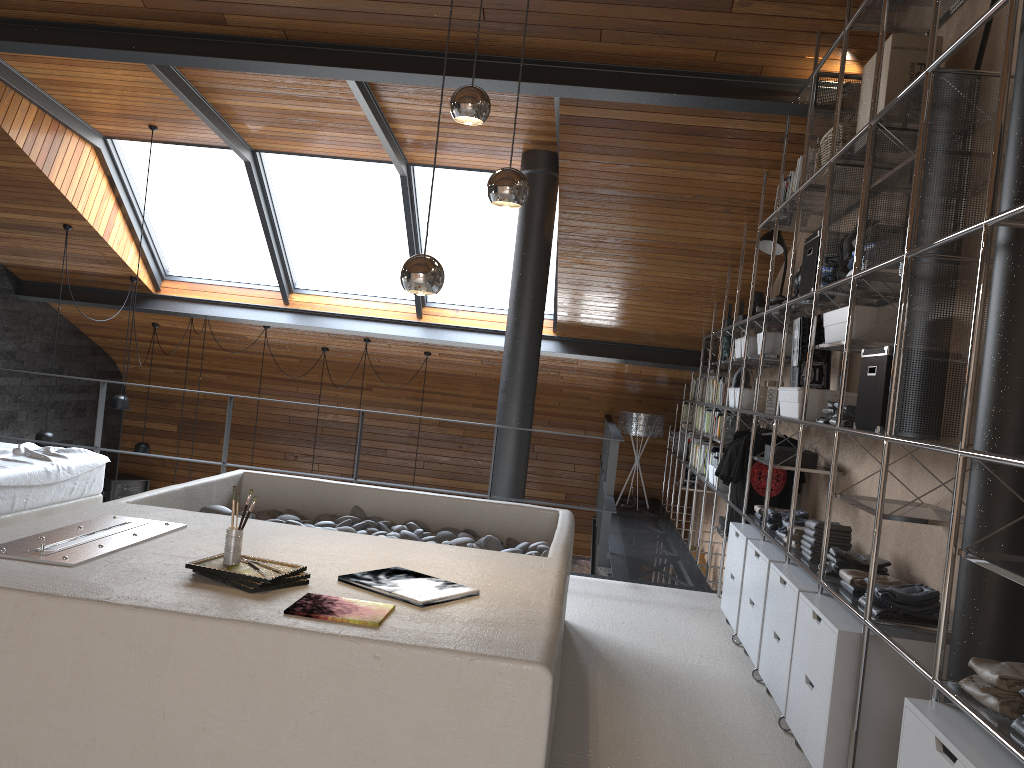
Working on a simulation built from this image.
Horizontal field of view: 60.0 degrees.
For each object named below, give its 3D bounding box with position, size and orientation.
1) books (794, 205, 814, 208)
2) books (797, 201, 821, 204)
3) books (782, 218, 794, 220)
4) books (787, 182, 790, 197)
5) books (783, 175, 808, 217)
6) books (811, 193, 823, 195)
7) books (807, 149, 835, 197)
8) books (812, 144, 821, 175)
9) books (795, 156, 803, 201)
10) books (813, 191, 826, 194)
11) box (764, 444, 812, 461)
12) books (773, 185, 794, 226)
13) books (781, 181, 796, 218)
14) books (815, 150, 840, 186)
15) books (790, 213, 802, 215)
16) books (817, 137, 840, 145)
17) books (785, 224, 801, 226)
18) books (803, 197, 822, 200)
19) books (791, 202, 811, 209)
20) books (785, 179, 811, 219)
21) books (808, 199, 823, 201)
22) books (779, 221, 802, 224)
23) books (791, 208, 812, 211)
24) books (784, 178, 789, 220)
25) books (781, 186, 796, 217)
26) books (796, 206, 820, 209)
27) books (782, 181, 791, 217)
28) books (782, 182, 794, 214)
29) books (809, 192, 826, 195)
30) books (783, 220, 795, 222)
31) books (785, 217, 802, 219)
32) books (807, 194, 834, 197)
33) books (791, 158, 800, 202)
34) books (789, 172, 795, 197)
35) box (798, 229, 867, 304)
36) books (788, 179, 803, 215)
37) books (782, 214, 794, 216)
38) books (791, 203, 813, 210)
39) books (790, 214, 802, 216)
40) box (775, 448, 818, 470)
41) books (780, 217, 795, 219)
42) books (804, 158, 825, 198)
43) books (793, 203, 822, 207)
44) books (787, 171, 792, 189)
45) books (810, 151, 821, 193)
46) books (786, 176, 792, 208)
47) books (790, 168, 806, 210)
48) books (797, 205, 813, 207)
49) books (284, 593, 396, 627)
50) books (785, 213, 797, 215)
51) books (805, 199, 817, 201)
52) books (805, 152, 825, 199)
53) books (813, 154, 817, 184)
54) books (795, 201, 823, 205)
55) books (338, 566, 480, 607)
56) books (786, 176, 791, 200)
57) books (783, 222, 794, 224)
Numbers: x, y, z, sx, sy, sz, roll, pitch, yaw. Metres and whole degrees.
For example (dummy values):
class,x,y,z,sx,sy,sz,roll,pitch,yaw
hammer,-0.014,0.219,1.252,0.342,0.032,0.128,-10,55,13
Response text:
class,x,y,z,sx,sy,sz,roll,pitch,yaw
books,1.628,-1.088,4.886,0.118,0.218,0.073,6,1,5
books,1.636,-1.085,4.798,0.170,0.214,0.065,6,1,6
books,1.672,-1.091,5.254,0.129,0.226,0.069,6,1,5
books,1.624,-1.069,5.046,0.112,0.173,0.054,6,1,5
books,1.659,-1.088,5.134,0.161,0.220,0.074,6,1,5
books,1.626,-1.083,4.579,0.136,0.213,0.014,6,1,5
books,1.618,-1.095,4.594,0.148,0.234,0.013,6,1,5
books,1.589,-1.096,4.492,0.129,0.231,0.010,6,1,5
books,1.608,-1.101,4.773,0.148,0.229,0.073,6,1,5
books,1.595,-1.082,4.550,0.130,0.208,0.010,6,1,5
box,1.500,0.387,4.826,0.208,0.079,0.207,6,1,4
books,1.686,-1.093,5.431,0.148,0.229,0.073,6,1,5
books,1.641,-1.080,5.198,0.127,0.197,0.063,6,1,5
books,1.596,-1.080,4.463,0.129,0.203,0.021,6,1,5
books,1.627,-1.069,5.101,0.112,0.174,0.054,6,1,5
books,1.611,-1.112,4.506,0.143,0.268,0.020,6,1,5
books,1.708,-1.090,5.414,0.148,0.229,0.073,6,1,5
books,1.615,-1.094,4.692,0.148,0.233,0.053,6,1,5
books,1.631,-1.081,4.926,0.123,0.201,0.071,6,1,5
books,1.678,-1.085,5.202,0.177,0.214,0.064,6,1,5
books,1.616,-1.074,4.731,0.131,0.178,0.057,6,1,5
books,1.701,-1.090,5.351,0.148,0.229,0.073,6,1,5
books,1.641,-1.075,4.984,0.120,0.186,0.064,6,1,5
books,1.670,-1.096,5.269,0.143,0.233,0.081,6,1,5
books,1.640,-1.066,5.178,0.119,0.169,0.058,6,1,5
books,1.650,-1.108,4.896,0.143,0.264,0.088,6,1,5
books,1.648,-1.079,5.186,0.127,0.197,0.063,6,1,5
books,1.623,-1.068,5.092,0.111,0.171,0.056,6,1,5
books,1.606,-1.067,4.570,0.128,0.176,0.009,6,1,5
books,1.667,-1.080,5.315,0.130,0.202,0.063,6,1,5
books,1.662,-1.078,5.219,0.139,0.199,0.074,6,1,5
books,1.622,-1.080,4.607,0.148,0.206,0.014,6,1,5
books,1.612,-1.101,4.819,0.148,0.229,0.073,6,1,5
books,1.636,-1.082,4.999,0.131,0.202,0.068,6,1,5
box,1.530,-0.546,4.178,0.266,0.295,0.289,6,1,5
books,1.634,-1.079,5.106,0.111,0.194,0.059,6,1,5
books,1.650,-1.081,5.156,0.125,0.204,0.072,6,1,5
books,1.633,-1.076,4.943,0.126,0.194,0.064,6,1,5
books,1.637,-1.071,5.127,0.117,0.180,0.059,6,1,5
box,1.471,0.386,4.594,0.208,0.079,0.207,6,1,17
books,1.656,-1.079,5.238,0.127,0.197,0.063,6,1,5
books,1.612,-1.078,4.642,0.143,0.199,0.054,6,1,5
books,1.633,-1.085,4.852,0.155,0.212,0.073,6,1,5
books,1.632,-1.094,5.061,0.122,0.227,0.076,6,1,5
books,1.601,-1.082,4.536,0.148,0.206,0.018,6,1,5
books,1.636,-1.077,5.029,0.138,0.189,0.065,6,1,5
books,1.633,-1.088,4.955,0.133,0.215,0.070,6,1,5
books,1.638,-1.077,4.874,0.137,0.198,0.063,6,1,5
books,-0.453,0.599,2.358,0.251,0.013,0.188,6,1,6
books,1.630,-1.069,5.118,0.112,0.173,0.054,6,1,5
books,1.635,-1.098,4.731,0.148,0.229,0.073,6,1,5
books,1.619,-1.095,4.669,0.148,0.234,0.033,6,1,5
books,1.594,-1.070,4.480,0.131,0.181,0.014,6,1,5
books,1.636,-1.085,4.808,0.164,0.214,0.066,6,1,5
books,-0.313,0.611,2.689,0.347,0.019,0.260,7,1,37
books,1.623,-1.079,5.052,0.111,0.194,0.059,6,1,5
books,1.691,-1.091,5.363,0.148,0.229,0.073,6,1,5
